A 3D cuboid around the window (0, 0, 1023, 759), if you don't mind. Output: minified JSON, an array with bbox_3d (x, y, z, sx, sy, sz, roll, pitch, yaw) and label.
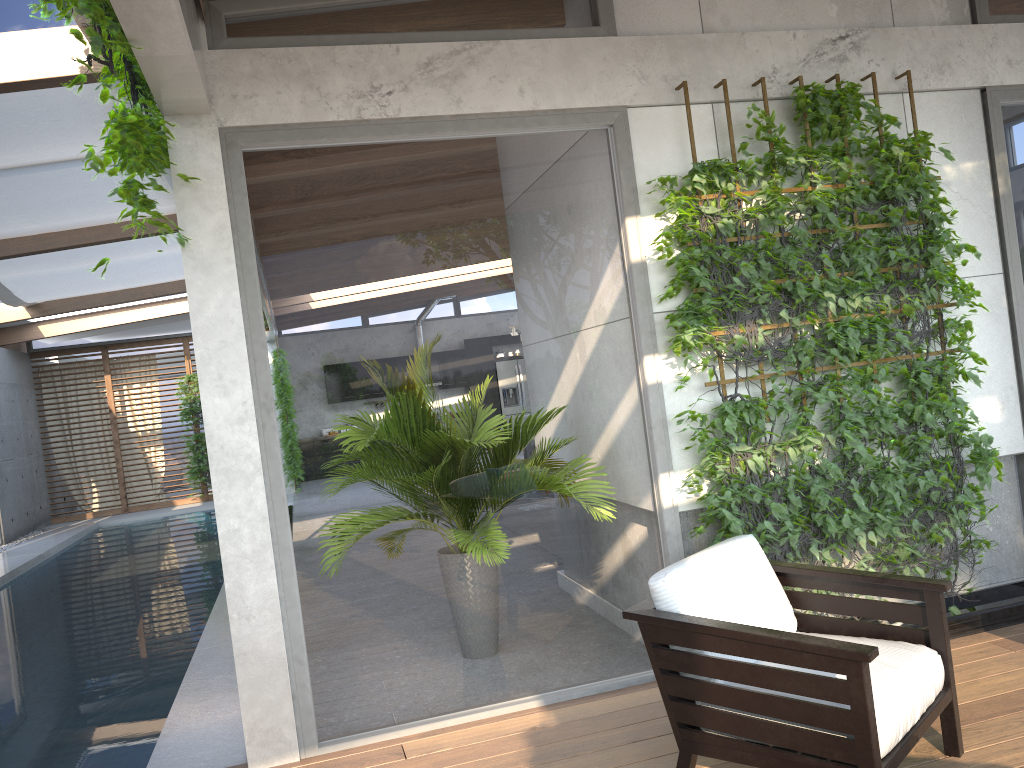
[{"bbox_3d":[-0.360,-0.382,11.938,14.294,3.764,23.280,-7,0,-14],"label":"window"}]

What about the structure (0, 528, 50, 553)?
[{"bbox_3d":[-6.333,2.280,8.249,0.477,0.068,13.673,-7,0,-14],"label":"structure"}]

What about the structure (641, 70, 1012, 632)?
[{"bbox_3d":[1.545,-0.145,4.229,1.851,2.669,0.500,-7,0,-13],"label":"structure"}]

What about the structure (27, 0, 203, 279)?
[{"bbox_3d":[-1.726,-1.364,3.462,0.918,2.054,1.822,-7,0,-17],"label":"structure"}]

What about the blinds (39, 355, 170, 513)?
[{"bbox_3d":[-7.494,0.944,16.443,2.087,2.898,0.692,-7,0,-10],"label":"blinds"}]

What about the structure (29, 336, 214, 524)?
[{"bbox_3d":[-6.556,0.735,16.315,4.313,3.079,0.085,-7,0,-14],"label":"structure"}]

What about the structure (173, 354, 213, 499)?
[{"bbox_3d":[-5.040,0.687,11.714,2.739,2.687,10.282,-7,0,3],"label":"structure"}]

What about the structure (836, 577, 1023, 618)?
[{"bbox_3d":[1.518,0.990,5.452,2.012,0.595,2.203,-7,0,-14],"label":"structure"}]

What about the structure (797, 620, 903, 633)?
[{"bbox_3d":[1.367,1.178,4.093,0.928,0.044,0.231,-7,0,-14],"label":"structure"}]
